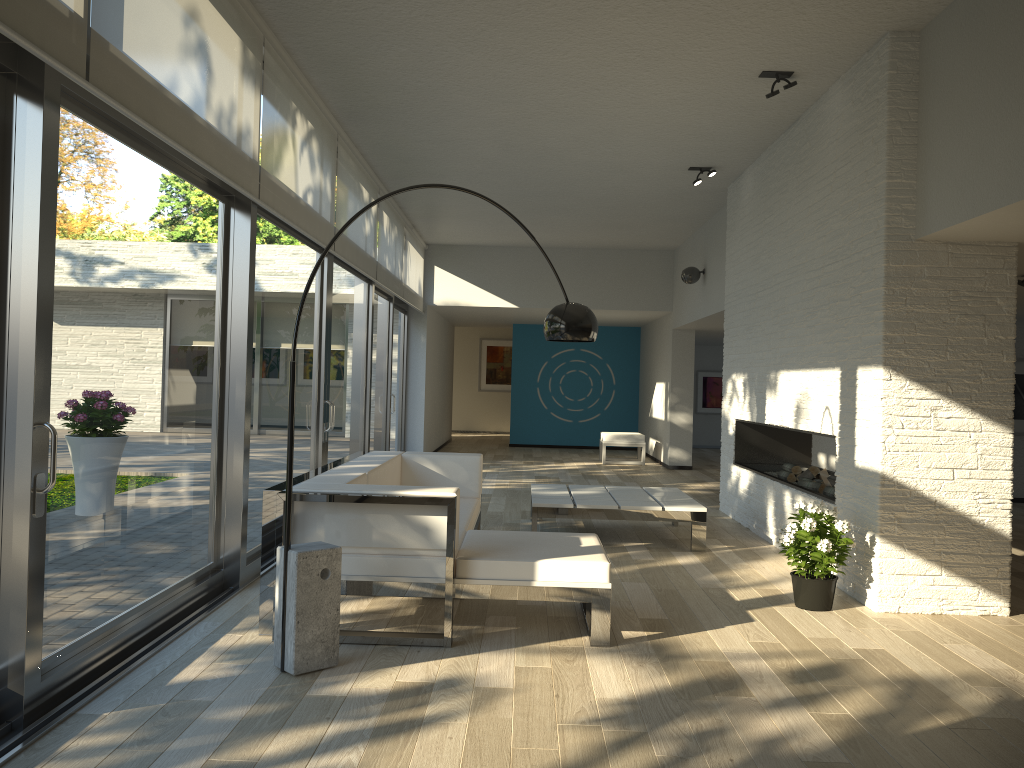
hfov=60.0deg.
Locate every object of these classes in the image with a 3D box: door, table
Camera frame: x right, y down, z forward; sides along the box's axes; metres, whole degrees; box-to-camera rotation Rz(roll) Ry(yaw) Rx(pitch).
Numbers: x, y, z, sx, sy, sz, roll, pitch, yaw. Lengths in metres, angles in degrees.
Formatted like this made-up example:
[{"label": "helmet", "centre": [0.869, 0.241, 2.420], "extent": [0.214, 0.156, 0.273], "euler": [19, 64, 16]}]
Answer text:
[{"label": "door", "centre": [-0.520, 0.101, 8.473], "extent": [19.440, 2.374, 22.946], "euler": [2, 0, 1]}, {"label": "table", "centre": [0.758, 1.004, 6.813], "extent": [1.220, 0.305, 1.220], "euler": [2, 0, 1]}]

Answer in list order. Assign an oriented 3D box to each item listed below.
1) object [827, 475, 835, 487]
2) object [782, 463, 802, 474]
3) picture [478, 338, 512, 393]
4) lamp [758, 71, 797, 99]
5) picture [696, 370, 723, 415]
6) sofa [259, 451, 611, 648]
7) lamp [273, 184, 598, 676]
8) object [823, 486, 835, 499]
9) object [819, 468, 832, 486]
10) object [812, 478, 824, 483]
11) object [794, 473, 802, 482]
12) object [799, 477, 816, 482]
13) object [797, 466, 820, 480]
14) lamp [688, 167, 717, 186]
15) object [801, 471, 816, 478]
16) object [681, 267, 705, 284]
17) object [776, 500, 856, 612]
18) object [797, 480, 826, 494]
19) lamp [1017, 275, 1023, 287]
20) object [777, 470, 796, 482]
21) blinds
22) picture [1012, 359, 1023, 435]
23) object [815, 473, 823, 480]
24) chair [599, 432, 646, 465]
[{"label": "object", "centre": [2.225, 0.676, 6.011], "extent": [0.093, 0.088, 0.260], "euler": [2, 0, 0]}, {"label": "object", "centre": [2.246, 0.677, 7.114], "extent": [0.082, 0.073, 0.237], "euler": [2, 0, 0]}, {"label": "picture", "centre": [-0.050, -0.405, 19.657], "extent": [1.378, 1.191, 0.017], "euler": [2, -1, 1]}, {"label": "lamp", "centre": [1.614, -1.795, 5.364], "extent": [0.234, 0.153, 0.135], "euler": [2, 0, 1]}, {"label": "picture", "centre": [3.980, 0.167, 16.829], "extent": [0.958, 0.828, 0.017], "euler": [2, -1, 1]}, {"label": "sofa", "centre": [-0.317, 0.805, 5.014], "extent": [1.545, 0.654, 2.404], "euler": [2, 0, 1]}, {"label": "lamp", "centre": [-0.215, 0.117, 4.027], "extent": [0.282, 2.024, 1.753], "euler": [1, -1, 44]}, {"label": "object", "centre": [2.187, 0.741, 6.010], "extent": [0.075, 0.074, 0.245], "euler": [2, 0, 0]}, {"label": "object", "centre": [2.282, 0.697, 6.398], "extent": [0.064, 0.165, 0.225], "euler": [2, 0, 0]}, {"label": "object", "centre": [2.269, 0.742, 6.565], "extent": [0.076, 0.076, 0.236], "euler": [2, 0, 0]}, {"label": "object", "centre": [2.278, 0.742, 7.102], "extent": [0.076, 0.076, 0.236], "euler": [2, 0, 0]}, {"label": "object", "centre": [2.196, 0.740, 6.579], "extent": [0.075, 0.074, 0.245], "euler": [2, 0, 0]}, {"label": "object", "centre": [2.235, 0.693, 6.679], "extent": [0.093, 0.170, 0.271], "euler": [2, 0, -1]}, {"label": "lamp", "centre": [1.652, -1.798, 7.685], "extent": [0.234, 0.153, 0.135], "euler": [2, 0, 1]}, {"label": "object", "centre": [2.357, 0.744, 7.111], "extent": [0.082, 0.073, 0.237], "euler": [2, 0, 0]}, {"label": "object", "centre": [2.103, -1.248, 10.196], "extent": [0.315, 0.203, 0.201], "euler": [2, 0, 1]}, {"label": "object", "centre": [1.612, 0.905, 4.714], "extent": [0.405, 0.571, 0.430], "euler": [1, 0, 23]}, {"label": "object", "centre": [2.156, 0.739, 6.388], "extent": [0.075, 0.074, 0.245], "euler": [2, 0, -20]}, {"label": "lamp", "centre": [3.433, -0.650, 5.853], "extent": [0.135, 0.153, 0.234], "euler": [2, 0, 1]}, {"label": "object", "centre": [2.205, 0.740, 7.116], "extent": [0.075, 0.074, 0.245], "euler": [2, 0, 0]}, {"label": "blinds", "centre": [-1.323, -1.459, 6.657], "extent": [0.056, 0.984, 11.528], "euler": [2, 0, 1]}, {"label": "picture", "centre": [5.752, 0.147, 9.572], "extent": [0.958, 0.828, 0.017], "euler": [2, -1, 1]}, {"label": "object", "centre": [2.313, 0.702, 6.599], "extent": [0.064, 0.060, 0.229], "euler": [2, 0, 2]}, {"label": "chair", "centre": [1.632, 0.951, 13.160], "extent": [0.611, 0.442, 0.610], "euler": [2, 0, 1]}]
